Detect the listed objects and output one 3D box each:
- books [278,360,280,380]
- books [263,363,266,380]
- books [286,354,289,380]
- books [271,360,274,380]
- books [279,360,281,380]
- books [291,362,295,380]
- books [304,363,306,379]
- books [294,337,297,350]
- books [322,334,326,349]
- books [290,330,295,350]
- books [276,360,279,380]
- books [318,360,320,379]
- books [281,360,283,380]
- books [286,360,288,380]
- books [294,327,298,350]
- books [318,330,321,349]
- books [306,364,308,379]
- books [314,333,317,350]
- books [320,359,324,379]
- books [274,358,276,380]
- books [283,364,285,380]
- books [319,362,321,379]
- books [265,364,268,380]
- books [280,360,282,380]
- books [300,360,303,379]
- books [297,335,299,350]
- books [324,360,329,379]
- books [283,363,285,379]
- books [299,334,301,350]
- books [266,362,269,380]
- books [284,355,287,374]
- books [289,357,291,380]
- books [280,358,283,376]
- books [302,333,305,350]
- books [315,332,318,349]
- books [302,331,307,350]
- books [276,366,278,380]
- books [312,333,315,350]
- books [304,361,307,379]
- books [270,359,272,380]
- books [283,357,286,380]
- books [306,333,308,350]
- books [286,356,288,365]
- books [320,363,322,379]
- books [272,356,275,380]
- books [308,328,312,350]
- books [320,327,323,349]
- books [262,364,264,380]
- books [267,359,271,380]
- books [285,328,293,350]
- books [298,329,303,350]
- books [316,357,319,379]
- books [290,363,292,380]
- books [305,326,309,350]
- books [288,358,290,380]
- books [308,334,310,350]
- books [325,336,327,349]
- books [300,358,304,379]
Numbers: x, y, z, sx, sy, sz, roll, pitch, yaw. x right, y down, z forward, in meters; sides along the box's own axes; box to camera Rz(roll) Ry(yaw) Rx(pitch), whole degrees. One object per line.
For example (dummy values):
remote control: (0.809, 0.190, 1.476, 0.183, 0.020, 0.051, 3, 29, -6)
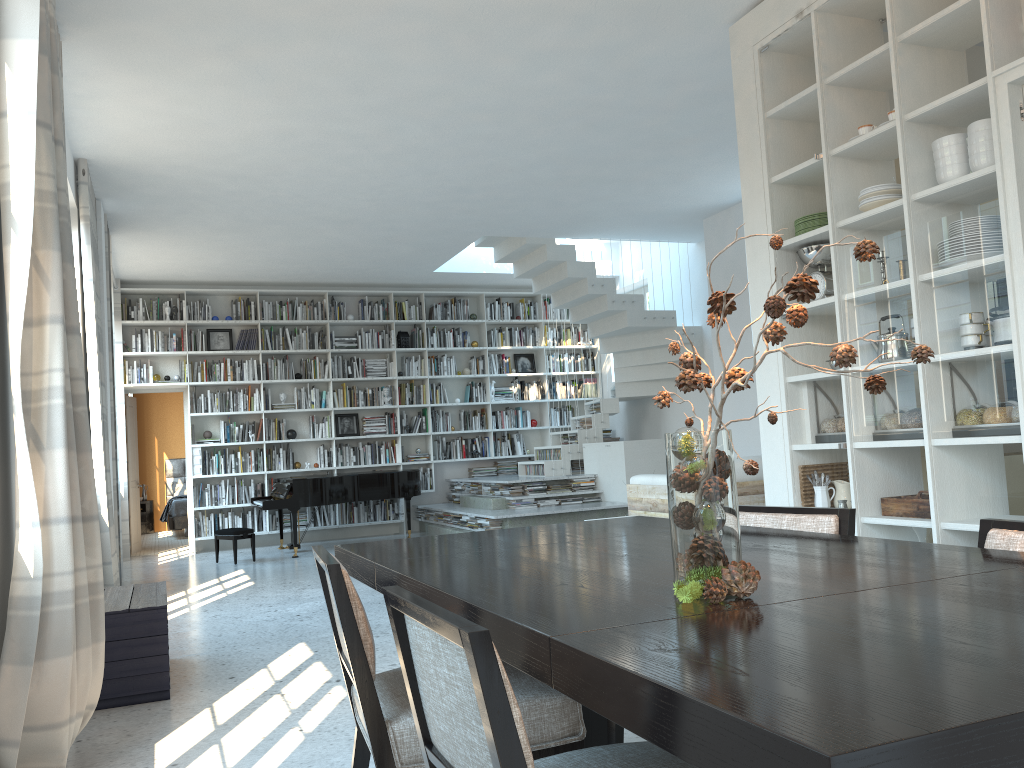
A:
books: (-2.901, -0.159, 11.019, 0.012, 0.251, 0.184, -2, -4, -22)
books: (-3.076, -0.137, 10.988, 0.029, 0.224, 0.136, -2, -4, -22)
books: (-2.809, -0.199, 11.089, 0.005, 0.331, 0.161, -2, -4, -22)
books: (-2.976, -0.160, 11.004, 0.024, 0.262, 0.177, -2, -4, -22)
books: (-2.900, -0.162, 11.045, 0.010, 0.261, 0.169, -2, -4, -22)
books: (-2.748, -0.151, 11.104, 0.031, 0.232, 0.148, -2, -4, -22)
books: (-2.616, -0.149, 11.161, 0.013, 0.216, 0.149, -2, -4, -22)
books: (-2.729, -0.493, 11.135, 0.028, 0.180, 0.168, -2, -4, -22)
books: (-2.397, -0.517, 11.291, 0.028, 0.211, 0.134, -2, -4, -22)
books: (-2.759, -0.534, 11.134, 0.027, 0.265, 0.168, -2, -4, -22)
books: (-2.911, -0.164, 11.014, 0.009, 0.263, 0.189, -2, -4, -22)
books: (-2.456, -0.174, 11.220, 0.010, 0.257, 0.140, -2, -4, -22)
books: (-2.875, -0.163, 11.038, 0.009, 0.261, 0.180, -2, -4, -22)
books: (-2.815, -0.165, 11.072, 0.010, 0.261, 0.158, -2, -4, -22)
books: (-2.714, -0.557, 11.146, 0.012, 0.307, 0.145, -2, -4, -22)
books: (-2.443, -0.544, 11.248, 0.055, 0.263, 0.167, -2, -4, -22)
books: (-2.589, -0.142, 11.167, 0.011, 0.200, 0.162, -2, -4, -22)
books: (-2.502, -0.521, 11.227, 0.022, 0.222, 0.161, -2, -4, -22)
books: (-2.407, -0.176, 11.234, 0.022, 0.257, 0.155, -2, -4, -22)
books: (-2.949, -0.173, 11.007, 0.010, 0.283, 0.184, -2, -4, -22)
books: (-2.854, -0.138, 11.043, 0.011, 0.209, 0.181, -2, -4, -22)
books: (-2.447, -0.160, 11.227, 0.011, 0.229, 0.166, -2, -4, -22)
books: (-3.051, -0.135, 10.997, 0.024, 0.219, 0.140, -2, -4, -22)
books: (-2.890, -0.159, 11.049, 0.011, 0.255, 0.152, -2, -4, -22)
books: (-2.646, -0.167, 11.153, 0.005, 0.254, 0.161, -2, -4, -22)
books: (-2.704, -0.508, 11.174, 0.024, 0.212, 0.128, -2, -4, -22)
books: (-2.358, -0.169, 11.229, 0.064, 0.237, 0.209, -2, -4, -22)
books: (-2.854, -0.145, 11.070, 0.011, 0.226, 0.129, -2, -4, -22)
books: (-2.678, -0.509, 11.156, 0.010, 0.208, 0.173, -2, -4, -22)
books: (-3.030, -0.147, 10.992, 0.012, 0.240, 0.134, -2, -4, -22)
books: (-2.826, -0.194, 11.078, 0.004, 0.320, 0.153, -2, -4, -22)
books: (-2.784, -0.179, 11.073, 0.011, 0.287, 0.189, -2, -4, -22)
books: (-2.869, -0.172, 11.047, 0.011, 0.279, 0.169, -2, -4, -22)
books: (-2.636, -0.520, 11.162, 0.021, 0.226, 0.191, -2, -4, -22)
books: (-2.486, -0.528, 11.251, 0.024, 0.237, 0.153, -2, -4, -22)
books: (-2.621, -0.536, 11.189, 0.028, 0.260, 0.135, -2, -4, -22)
books: (-2.934, -0.123, 11.028, 0.029, 0.186, 0.149, -2, -4, -22)
books: (-2.524, -0.518, 11.214, 0.030, 0.217, 0.182, -2, -4, -22)
books: (-2.598, -0.161, 11.141, 0.005, 0.236, 0.178, -2, -4, -22)
books: (-2.993, -0.167, 10.997, 0.012, 0.276, 0.157, -2, -4, -22)
books: (-2.838, -0.180, 11.058, 0.011, 0.291, 0.176, -2, -4, -22)
books: (-2.600, -0.522, 11.192, 0.013, 0.230, 0.142, -2, -4, -22)
books: (-2.815, -0.191, 11.089, 0.005, 0.316, 0.157, -2, -4, -22)
books: (-2.431, -0.154, 11.233, 0.024, 0.216, 0.142, -2, -4, -22)
books: (-2.967, -0.187, 11.024, 0.011, 0.317, 0.155, -2, -4, -22)
books: (-2.558, -0.552, 11.226, 0.022, 0.290, 0.146, -2, -4, -22)
books: (-2.430, -0.564, 11.255, 0.058, 0.302, 0.175, -2, -4, -22)
books: (-3.087, -0.130, 10.957, 0.015, 0.207, 0.186, -2, -4, -22)
books: (-3.012, -0.168, 10.994, 0.026, 0.279, 0.151, -2, -4, -22)
books: (-2.801, -0.544, 11.101, 0.075, 0.285, 0.178, -2, -4, -22)
books: (-2.669, -0.547, 11.177, 0.026, 0.286, 0.137, -2, -4, -22)
books: (-2.470, -0.187, 11.208, 0.022, 0.284, 0.190, -2, -4, -22)
books: (-2.773, -0.143, 11.104, 0.012, 0.218, 0.151, -2, -4, -22)
books: (-2.587, -0.564, 11.190, 0.011, 0.313, 0.183, -2, -4, -22)
books: (-2.797, -0.176, 11.087, 0.004, 0.284, 0.167, -2, -4, -22)
books: (-2.576, -0.513, 11.213, 0.024, 0.213, 0.150, -2, -4, -22)
books: (-2.377, -0.509, 11.306, 0.019, 0.194, 0.098, -2, -4, -22)
books: (-2.642, -0.177, 11.164, 0.012, 0.275, 0.129, -2, -4, -22)
